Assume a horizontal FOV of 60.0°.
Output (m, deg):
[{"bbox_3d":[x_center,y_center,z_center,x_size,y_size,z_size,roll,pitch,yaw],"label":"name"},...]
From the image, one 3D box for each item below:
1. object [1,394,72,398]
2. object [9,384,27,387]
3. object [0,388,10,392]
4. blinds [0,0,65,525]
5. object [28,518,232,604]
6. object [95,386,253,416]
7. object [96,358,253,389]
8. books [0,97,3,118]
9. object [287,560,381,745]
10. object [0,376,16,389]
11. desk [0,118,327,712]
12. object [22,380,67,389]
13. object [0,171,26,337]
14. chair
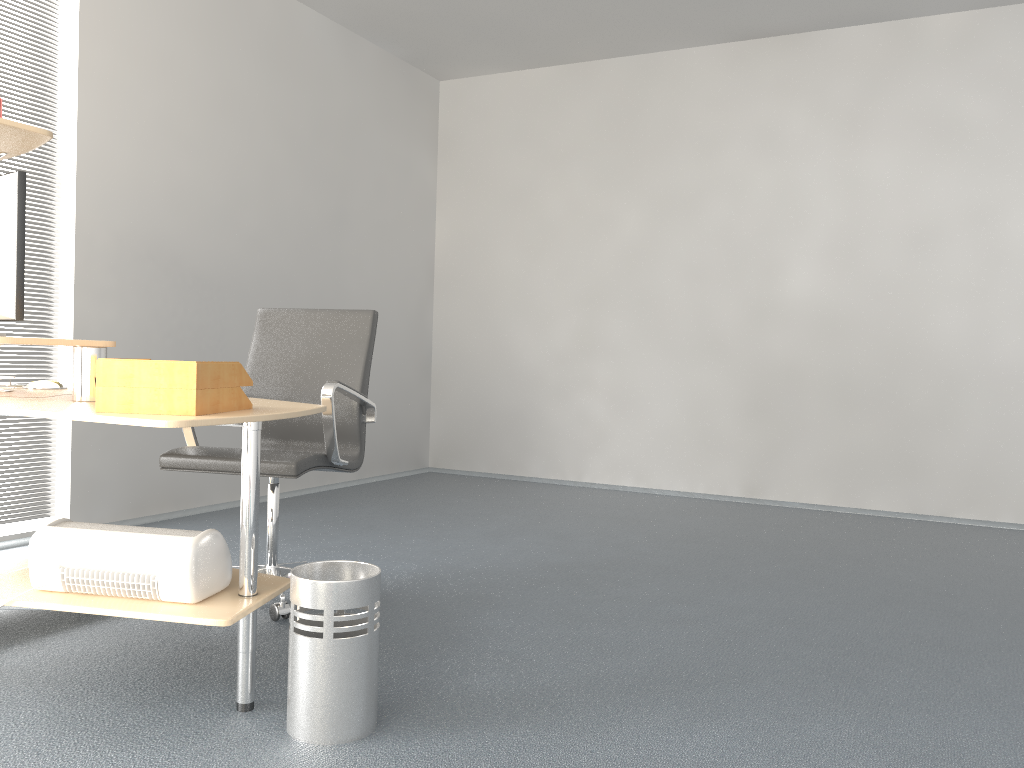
[{"bbox_3d":[-1.210,0.049,2.417,0.478,0.082,0.814,3,2,34],"label":"object"},{"bbox_3d":[-1.610,0.005,2.949,0.011,0.011,0.158,2,2,24],"label":"object"},{"bbox_3d":[-1.574,-0.012,2.630,0.159,0.064,0.054,2,1,-6],"label":"object"},{"bbox_3d":[-2.514,-0.765,3.195,0.022,2.770,1.950,3,2,27],"label":"blinds"},{"bbox_3d":[-0.913,0.421,2.242,0.438,0.162,0.351,2,2,11],"label":"object"},{"bbox_3d":[-0.769,0.031,2.051,0.225,0.060,0.309,2,1,6],"label":"object"},{"bbox_3d":[-0.767,-0.025,2.050,0.225,0.060,0.309,2,1,6],"label":"object"},{"bbox_3d":[-1.585,-0.755,2.490,0.262,0.072,0.320,1,2,-31],"label":"books"},{"bbox_3d":[-0.417,0.624,2.079,0.208,0.377,0.208,1,2,-20],"label":"object"},{"bbox_3d":[-1.606,-0.004,2.731,0.134,0.042,0.022,1,2,-21],"label":"object"},{"bbox_3d":[-1.108,-0.011,2.497,1.469,1.566,0.967,3,2,27],"label":"desk"},{"bbox_3d":[-1.534,0.001,2.914,0.132,0.026,0.132,3,2,27],"label":"object"},{"bbox_3d":[-1.485,-0.337,2.357,0.245,0.418,0.516,0,2,-41],"label":"object"},{"bbox_3d":[-0.832,0.240,3.130,0.584,1.048,0.652,2,2,13],"label":"chair"}]
